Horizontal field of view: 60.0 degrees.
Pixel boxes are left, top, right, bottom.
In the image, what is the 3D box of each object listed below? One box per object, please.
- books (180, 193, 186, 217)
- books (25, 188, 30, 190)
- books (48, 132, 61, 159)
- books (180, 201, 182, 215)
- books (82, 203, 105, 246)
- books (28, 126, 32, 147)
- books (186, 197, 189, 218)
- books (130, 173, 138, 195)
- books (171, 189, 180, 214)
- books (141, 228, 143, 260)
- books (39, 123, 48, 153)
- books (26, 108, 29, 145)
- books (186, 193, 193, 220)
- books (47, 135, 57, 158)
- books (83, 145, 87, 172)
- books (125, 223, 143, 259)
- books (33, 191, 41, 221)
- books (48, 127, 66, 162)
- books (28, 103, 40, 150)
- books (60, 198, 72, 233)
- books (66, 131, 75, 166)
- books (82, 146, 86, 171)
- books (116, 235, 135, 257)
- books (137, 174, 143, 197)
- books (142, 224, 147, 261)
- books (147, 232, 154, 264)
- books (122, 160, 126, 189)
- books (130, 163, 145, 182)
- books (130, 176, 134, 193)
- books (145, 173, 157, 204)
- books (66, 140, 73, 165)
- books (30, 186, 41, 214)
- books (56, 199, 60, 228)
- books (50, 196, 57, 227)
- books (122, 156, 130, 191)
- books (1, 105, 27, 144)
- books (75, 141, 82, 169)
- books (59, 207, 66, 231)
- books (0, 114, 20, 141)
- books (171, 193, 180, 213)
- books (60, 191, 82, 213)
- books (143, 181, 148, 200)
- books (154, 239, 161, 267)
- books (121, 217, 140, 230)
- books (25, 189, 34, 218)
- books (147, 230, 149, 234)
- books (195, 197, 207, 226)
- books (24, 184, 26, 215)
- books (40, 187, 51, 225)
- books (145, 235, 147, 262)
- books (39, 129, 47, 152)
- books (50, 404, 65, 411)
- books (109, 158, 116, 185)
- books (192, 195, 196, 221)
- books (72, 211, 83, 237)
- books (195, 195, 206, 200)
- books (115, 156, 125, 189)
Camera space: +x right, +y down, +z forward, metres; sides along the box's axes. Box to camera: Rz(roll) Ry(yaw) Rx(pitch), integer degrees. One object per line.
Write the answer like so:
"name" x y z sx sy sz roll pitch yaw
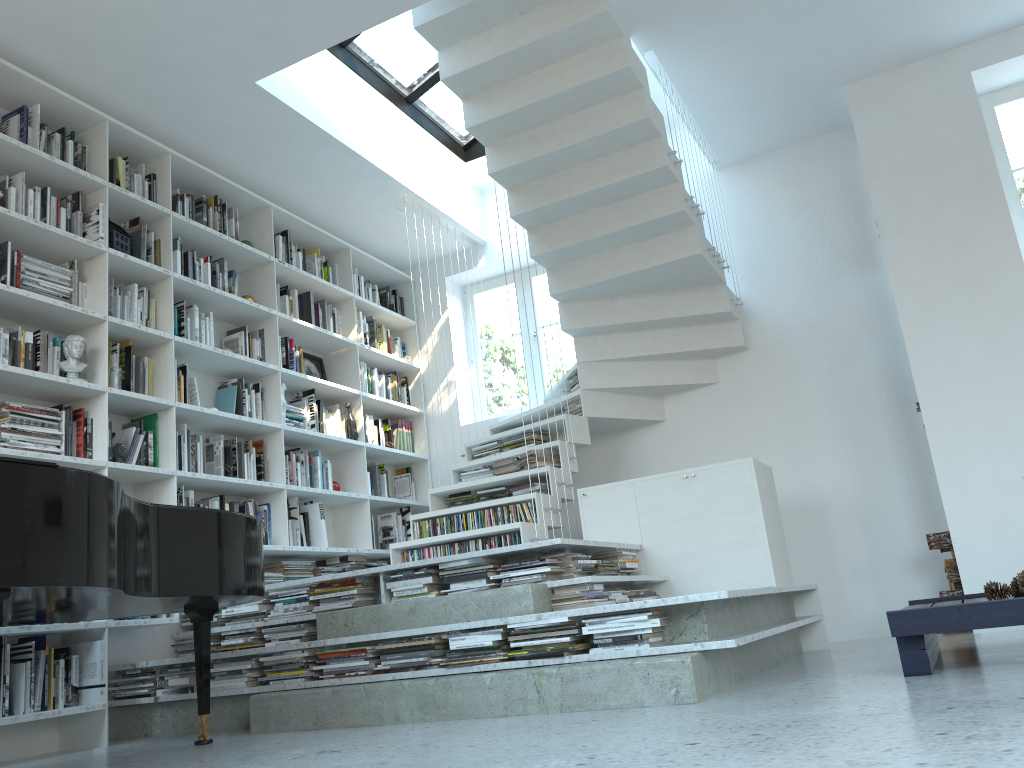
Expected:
"books" -1.988 -0.992 5.227 0.174 0.229 0.013 -14 -16 24
"books" -2.390 -0.821 4.311 0.131 0.244 0.012 -14 -16 24
"books" -2.363 -1.146 4.516 0.154 0.236 0.023 -14 -16 24
"books" -2.001 -0.970 5.217 0.160 0.183 0.009 -14 -16 24
"books" -2.191 -0.777 4.545 0.272 0.236 0.037 -14 -16 24
"books" -2.440 -1.157 4.389 0.147 0.208 0.031 -14 -16 24
"books" -1.986 -0.982 5.259 0.163 0.225 0.028 -14 -16 24
"books" -2.145 -1.045 4.916 0.180 0.201 0.024 -14 -16 24
"books" -2.012 -1.006 5.193 0.173 0.243 0.009 -14 -16 24
"books" -2.094 -0.722 4.859 0.181 0.271 0.022 -14 -16 24
"books" -2.404 -1.170 4.474 0.140 0.269 0.028 -14 -16 24
"books" -2.444 -1.206 4.376 0.157 0.295 0.011 -14 -16 24
"books" -1.974 -0.991 5.288 0.161 0.254 0.030 -14 -16 24
"books" -2.370 -1.137 4.485 0.166 0.202 0.033 -14 -16 24
"books" -2.295 -1.121 4.677 0.137 0.256 0.022 -14 -16 24
"books" -2.089 -0.728 4.840 0.190 0.271 0.021 -14 -16 24
"books" -2.371 -0.807 4.322 0.183 0.218 0.028 -14 -16 24
"books" -2.345 -1.163 4.529 0.180 0.269 0.010 -14 -16 24
"books" -2.418 -1.217 4.413 0.186 0.330 0.010 -14 -16 24
"books" -2.290 -0.792 4.469 0.173 0.247 0.032 -14 -16 24
"books" -2.330 -1.159 4.619 0.138 0.307 0.012 -14 -16 24
"books" -2.296 -1.117 4.656 0.153 0.238 0.014 -14 -16 24
"books" -2.118 -0.694 4.839 0.156 0.213 0.019 -14 -16 24
"books" -2.129 -1.046 4.940 0.170 0.212 0.031 -14 -16 24
"books" -2.079 -0.727 4.879 0.179 0.287 0.021 -14 -16 24
"books" -2.052 -0.701 4.911 0.186 0.247 0.013 -14 -16 24
"books" -2.193 -1.086 4.881 0.151 0.273 0.030 -14 -16 24
"books" -2.132 -1.082 5.027 0.128 0.328 0.012 -14 -16 24
"books" -2.153 -1.039 4.892 0.173 0.179 0.023 -14 -16 24
"books" -2.089 -1.049 5.022 0.186 0.252 0.029 -14 -16 24
"books" -2.322 -1.126 4.542 0.193 0.201 0.023 -14 -16 24
"books" -2.379 -0.824 4.362 0.140 0.272 0.029 -14 -16 24
"books" -2.316 -0.792 4.424 0.158 0.230 0.012 -14 -16 24
"books" -2.328 -0.797 4.386 0.191 0.222 0.023 -14 -16 24
"books" -2.169 -1.098 4.894 0.167 0.296 0.010 -14 -16 24
"books" -2.447 -1.210 4.353 0.176 0.291 0.014 -14 -16 24
"books" -2.310 -1.126 4.625 0.161 0.243 0.028 -14 -16 24
"books" -2.301 -0.769 4.435 0.176 0.187 0.029 -14 -16 24
"books" -2.466 -1.186 4.343 0.151 0.245 0.012 -14 -16 24
"books" -2.016 -0.994 5.162 0.183 0.206 0.046 -14 -16 24
"books" -2.269 -0.816 4.554 0.156 0.333 0.012 -14 -16 24
"books" -2.117 -1.024 4.988 0.182 0.193 0.022 -14 -16 24
"books" -2.036 -0.678 4.934 0.224 0.213 0.008 -14 -16 24
"books" -2.107 -0.749 4.881 0.143 0.338 0.025 -14 -16 24
"books" -2.386 -0.814 4.286 0.190 0.216 0.027 -14 -16 24
"books" -2.074 -0.709 4.952 0.130 0.291 0.005 -14 -16 24
"books" -1.919 -0.982 5.351 0.185 0.257 0.028 -14 -16 24
"books" -2.405 -0.830 4.259 0.171 0.237 0.021 -14 -16 24
"books" -2.349 -0.822 4.376 0.185 0.268 0.023 -14 -16 24
"books" -2.075 -0.705 4.898 0.159 0.254 0.005 -14 -16 24
"books" -2.403 -1.153 4.426 0.173 0.210 0.050 -14 -16 24
"books" -2.188 0.253 4.236 0.130 0.298 0.011 -14 -16 24
"books" -2.206 -1.088 4.793 0.171 0.233 0.015 -14 -16 24
"books" -1.964 -0.986 5.312 0.169 0.255 0.021 -14 -16 24
"books" -2.263 -0.759 4.515 0.191 0.202 0.029 -14 -16 24
"books" -1.930 -0.988 5.388 0.167 0.291 0.024 -14 -16 24
"books" -2.192 -1.089 4.833 0.191 0.254 0.054 -14 -16 24
